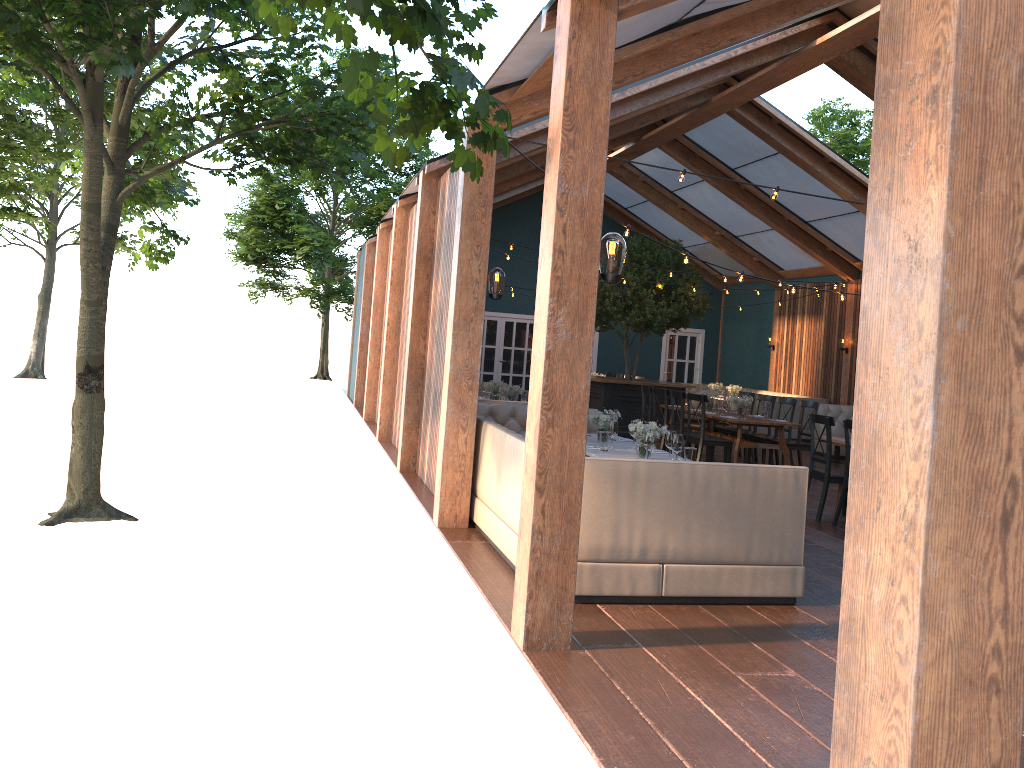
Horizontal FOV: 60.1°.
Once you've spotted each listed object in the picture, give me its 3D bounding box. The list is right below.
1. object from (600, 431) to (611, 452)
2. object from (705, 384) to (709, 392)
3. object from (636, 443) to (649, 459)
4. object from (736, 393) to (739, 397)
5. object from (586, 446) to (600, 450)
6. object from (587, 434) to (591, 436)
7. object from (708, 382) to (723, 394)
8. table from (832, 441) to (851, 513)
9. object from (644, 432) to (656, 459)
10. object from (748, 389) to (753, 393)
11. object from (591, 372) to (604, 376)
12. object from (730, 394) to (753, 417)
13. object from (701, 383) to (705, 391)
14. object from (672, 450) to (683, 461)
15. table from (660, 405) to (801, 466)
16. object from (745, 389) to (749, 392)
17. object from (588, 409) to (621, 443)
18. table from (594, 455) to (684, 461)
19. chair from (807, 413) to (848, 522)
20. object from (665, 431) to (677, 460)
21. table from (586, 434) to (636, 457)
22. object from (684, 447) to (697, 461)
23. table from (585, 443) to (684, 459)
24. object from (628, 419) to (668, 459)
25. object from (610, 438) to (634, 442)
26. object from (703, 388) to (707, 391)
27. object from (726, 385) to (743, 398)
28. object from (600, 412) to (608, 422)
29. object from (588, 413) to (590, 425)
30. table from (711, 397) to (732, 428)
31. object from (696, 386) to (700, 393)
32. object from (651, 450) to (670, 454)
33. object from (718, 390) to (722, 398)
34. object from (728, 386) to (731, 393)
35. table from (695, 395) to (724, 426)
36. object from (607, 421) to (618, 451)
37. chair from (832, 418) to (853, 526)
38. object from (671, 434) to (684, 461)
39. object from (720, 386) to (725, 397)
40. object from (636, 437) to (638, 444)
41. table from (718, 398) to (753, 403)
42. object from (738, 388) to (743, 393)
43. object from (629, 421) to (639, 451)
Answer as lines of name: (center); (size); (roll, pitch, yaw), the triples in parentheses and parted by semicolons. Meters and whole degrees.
object: (0.759, 0.470, 7.244); (0.091, 0.158, 0.092); (4, 0, -27)
object: (4.374, 0.121, 19.865); (0.092, 0.245, 0.092); (4, -1, 29)
object: (0.948, 0.520, 6.470); (0.091, 0.158, 0.092); (4, 0, -27)
object: (4.663, 0.259, 18.252); (0.091, 0.158, 0.092); (4, 0, -27)
object: (0.669, 0.527, 7.385); (0.255, 0.019, 0.158); (4, 3, -13)
object: (0.666, 0.477, 8.473); (0.157, 0.019, 0.255); (4, 3, -13)
object: (4.525, 0.107, 19.698); (0.330, 0.310, 0.335); (5, 1, 42)
table: (4.032, 1.063, 8.149); (0.949, 0.730, 2.435); (4, 2, -14)
object: (1.021, 0.479, 6.554); (0.092, 0.245, 0.092); (4, -1, 29)
object: (4.934, 0.234, 18.319); (0.092, 0.245, 0.092); (4, -1, 34)
object: (1.739, -0.084, 18.041); (0.329, 0.310, 0.336); (4, 1, 2)
object: (3.124, 0.294, 12.062); (0.329, 0.310, 0.335); (5, 1, 24)
object: (4.330, 0.106, 20.103); (0.092, 0.245, 0.092); (4, -1, 29)
object: (1.281, 0.527, 6.854); (0.091, 0.158, 0.092); (4, 0, -27)
table: (2.979, 0.783, 12.536); (0.949, 0.730, 2.435); (4, 2, -14)
object: (4.930, 0.223, 18.554); (0.092, 0.245, 0.092); (4, -1, 34)
object: (0.814, 0.368, 7.913); (0.329, 0.310, 0.336); (4, 1, 9)
table: (1.092, 0.940, 6.641); (0.797, 0.673, 0.800); (4, 1, -14)
chair: (3.227, 0.826, 8.813); (0.539, 1.021, 0.477); (4, -1, -6)
object: (1.214, 0.483, 6.771); (0.092, 0.245, 0.092); (4, -1, 29)
table: (0.712, 0.838, 8.228); (0.797, 0.673, 0.800); (4, 1, -15)
object: (1.299, 0.547, 6.465); (0.091, 0.158, 0.092); (4, 0, -27)
table: (0.902, 0.889, 7.434); (0.797, 0.673, 0.800); (4, 1, -13)
object: (1.056, 0.429, 6.991); (0.328, 0.310, 0.337); (4, 1, -39)
object: (0.999, 0.514, 8.218); (0.255, 0.019, 0.158); (4, 3, -13)
object: (4.301, 0.162, 19.780); (0.091, 0.158, 0.092); (4, 0, -27)
object: (4.733, 0.160, 18.892); (0.337, 0.310, 0.328); (5, 1, 29)
object: (0.852, 0.387, 8.280); (0.092, 0.245, 0.092); (4, -1, 34)
object: (0.659, 0.381, 8.082); (0.092, 0.245, 0.092); (4, -1, 34)
table: (4.610, 0.628, 19.205); (0.797, 0.673, 0.800); (4, 1, -13)
object: (4.243, 0.140, 20.172); (0.091, 0.158, 0.092); (4, 0, -27)
object: (1.186, 0.563, 7.439); (0.255, 0.019, 0.158); (4, 3, -13)
object: (4.474, 0.210, 19.026); (0.091, 0.158, 0.092); (4, 0, -27)
object: (4.755, 0.176, 19.284); (0.092, 0.245, 0.092); (4, -1, 34)
table: (4.420, 0.578, 19.998); (0.797, 0.673, 0.800); (4, 1, -14)
object: (0.832, 0.429, 7.328); (0.092, 0.245, 0.092); (4, -1, 29)
chair: (3.387, 0.863, 8.268); (0.539, 1.021, 0.478); (4, -1, -17)
object: (1.219, 0.494, 6.536); (0.092, 0.245, 0.092); (4, -1, 29)
object: (4.547, 0.168, 19.111); (0.092, 0.245, 0.092); (4, -1, 34)
object: (1.106, 0.481, 7.584); (0.091, 0.158, 0.092); (4, 0, -27)
table: (4.801, 0.679, 18.411); (0.797, 0.673, 0.800); (4, 1, -15)
object: (4.736, 0.218, 18.337); (0.092, 0.245, 0.092); (4, -1, 34)
object: (1.039, 0.437, 7.501); (0.092, 0.245, 0.092); (4, -1, 29)
